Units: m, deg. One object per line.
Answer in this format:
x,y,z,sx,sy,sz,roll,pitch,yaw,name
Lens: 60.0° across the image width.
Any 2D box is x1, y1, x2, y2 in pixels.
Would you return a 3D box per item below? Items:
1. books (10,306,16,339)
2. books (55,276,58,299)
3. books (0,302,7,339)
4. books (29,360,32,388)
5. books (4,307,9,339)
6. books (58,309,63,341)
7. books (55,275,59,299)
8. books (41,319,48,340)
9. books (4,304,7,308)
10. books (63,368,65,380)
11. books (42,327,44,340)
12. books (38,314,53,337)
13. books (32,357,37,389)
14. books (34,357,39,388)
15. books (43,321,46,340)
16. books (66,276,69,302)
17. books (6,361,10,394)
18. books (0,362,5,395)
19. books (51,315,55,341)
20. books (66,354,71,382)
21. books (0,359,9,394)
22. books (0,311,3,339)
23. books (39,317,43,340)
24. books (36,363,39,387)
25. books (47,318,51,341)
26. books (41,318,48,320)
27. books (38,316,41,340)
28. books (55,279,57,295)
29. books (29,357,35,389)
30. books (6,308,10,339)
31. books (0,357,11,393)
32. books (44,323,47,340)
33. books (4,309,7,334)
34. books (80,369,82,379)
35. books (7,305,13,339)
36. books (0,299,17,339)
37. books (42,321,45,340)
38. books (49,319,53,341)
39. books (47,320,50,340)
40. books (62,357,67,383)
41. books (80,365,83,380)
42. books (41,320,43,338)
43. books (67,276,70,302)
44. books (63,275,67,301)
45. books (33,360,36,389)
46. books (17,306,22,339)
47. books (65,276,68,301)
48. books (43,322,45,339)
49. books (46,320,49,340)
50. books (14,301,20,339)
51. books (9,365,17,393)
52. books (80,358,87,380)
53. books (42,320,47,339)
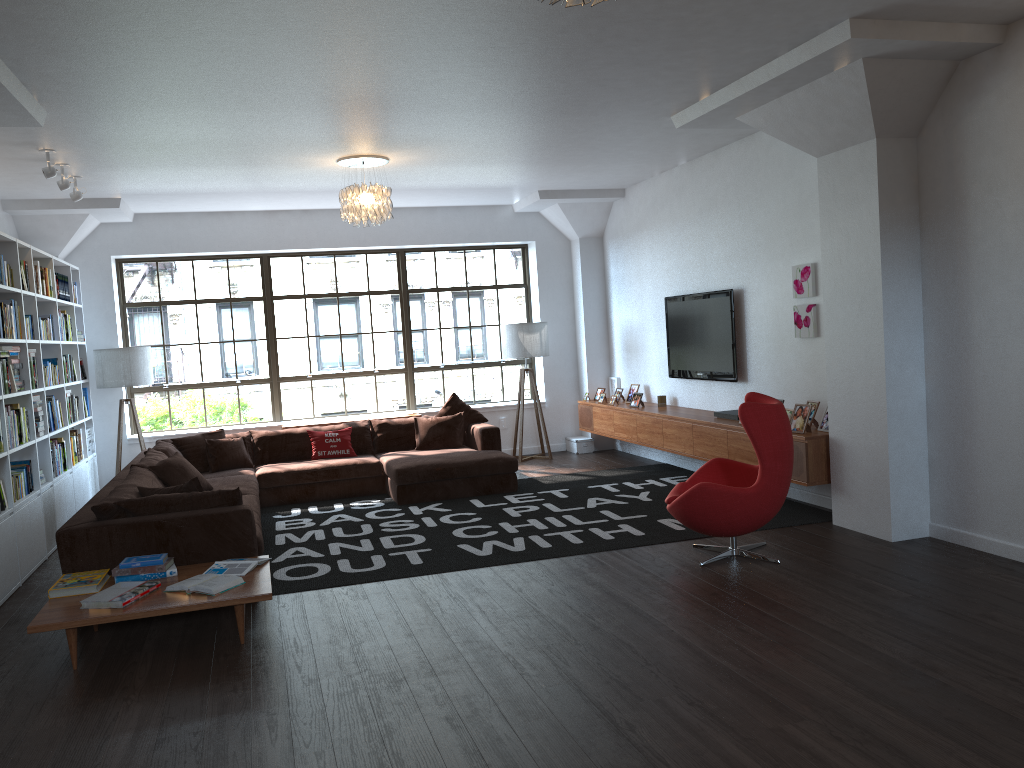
-3.666,-0.434,6.347,0.174,0.239,0.045,-5,3,-16,books
-4.165,-0.860,7.937,0.161,0.223,0.033,-5,3,-16,books
-3.595,-0.431,6.109,0.182,0.253,0.034,-5,3,-16,books
-3.752,-0.063,6.750,0.161,0.223,0.030,-5,3,-16,books
-3.623,-0.420,6.208,0.161,0.223,0.026,-5,3,-16,books
-4.148,-0.523,7.976,0.176,0.290,0.053,-5,4,-17,books
-4.166,-0.862,7.969,0.161,0.223,0.032,-5,3,-16,books
-4.007,-0.451,7.497,0.134,0.184,0.030,-5,3,-16,books
-3.644,-0.435,6.257,0.159,0.250,0.026,-5,3,-16,books
-4.100,-0.111,7.935,0.161,0.223,0.032,-5,3,-16,books
-3.948,-0.437,7.334,0.122,0.169,0.023,-5,3,-16,books
-4.059,-0.481,7.671,0.140,0.231,0.042,-5,3,-16,books
-3.803,-0.081,6.886,0.183,0.253,0.039,-5,3,-16,books
-3.819,-0.082,6.953,0.171,0.246,0.036,-5,3,-16,books
-3.966,-0.439,7.404,0.120,0.167,0.020,-5,3,-16,books
-4.314,-0.894,8.412,0.183,0.253,0.042,-5,3,-16,books
-3.560,-0.039,6.114,0.161,0.223,0.032,-5,3,-16,books
-3.532,-0.034,5.999,0.161,0.223,0.032,-5,3,-16,books
-4.076,-0.481,7.717,0.158,0.226,0.052,-5,3,-16,books
-4.198,-0.139,8.227,0.180,0.259,0.042,-5,3,-16,books
-3.544,-0.044,6.040,0.174,0.240,0.054,-5,3,-16,books
-3.565,-0.420,6.013,0.174,0.239,0.045,-5,3,-16,books
-3.927,-0.445,7.251,0.139,0.191,0.036,-5,3,-16,books
-3.832,-0.085,6.988,0.160,0.251,0.036,-5,3,-16,books
-4.033,-0.461,7.595,0.136,0.196,0.045,-5,3,-16,books
-4.025,-0.461,7.562,0.127,0.200,0.020,-5,3,-16,books
-3.908,-0.448,7.195,0.146,0.202,0.027,-5,3,-16,books
-4.152,-0.859,7.905,0.161,0.223,0.032,-5,3,-16,books
-3.764,-0.079,6.788,0.174,0.251,0.051,-5,3,-16,books
-3.628,-0.421,6.235,0.161,0.223,0.027,-5,3,-16,books
-3.586,-0.054,6.144,0.183,0.253,0.042,-5,3,-16,books
-3.973,-0.434,7.441,0.110,0.153,0.019,-5,3,-16,books
-3.622,-0.422,6.174,0.167,0.230,0.037,-5,3,-16,books
-4.325,-0.139,8.707,0.161,0.218,0.101,-5,3,-16,books
-3.655,-0.434,6.297,0.170,0.245,0.057,-5,3,-16,books
-3.694,-0.461,6.418,0.176,0.290,0.053,-5,3,-16,books
-3.945,-0.438,7.357,0.107,0.167,0.017,-5,3,-16,books
-4.042,-0.460,7.635,0.139,0.191,0.036,-5,3,-16,books
-4.012,-0.450,7.545,0.128,0.178,0.022,-5,3,-16,books
-4.112,-0.121,7.977,0.174,0.240,0.054,-5,3,-16,books
-4.351,-0.136,8.767,0.167,0.210,0.162,-5,3,-16,books
-3.940,-0.438,7.306,0.126,0.173,0.032,-5,3,-16,books
-4.324,-0.895,8.455,0.183,0.253,0.042,-5,3,-16,books
-4.288,-0.890,8.329,0.183,0.253,0.042,-5,3,-16,books
-3.779,-0.068,6.858,0.161,0.223,0.030,-5,3,-16,books
-3.721,-0.447,6.550,0.159,0.250,0.026,-5,3,-16,books
-4.300,-0.892,8.371,0.183,0.253,0.042,-5,3,-16,books
-3.952,-0.436,7.381,0.106,0.162,0.032,-5,3,-16,books
-4.008,-0.449,7.524,0.128,0.178,0.021,-5,3,-16,books
-3.715,-0.460,6.475,0.197,0.283,0.065,-5,3,-16,books
-3.607,-0.036,6.265,0.161,0.207,0.135,-5,4,-17,books
-4.368,-0.143,8.856,0.182,0.215,0.188,-5,3,-16,books
-3.999,-0.447,7.473,0.128,0.178,0.022,-5,3,-16,books
